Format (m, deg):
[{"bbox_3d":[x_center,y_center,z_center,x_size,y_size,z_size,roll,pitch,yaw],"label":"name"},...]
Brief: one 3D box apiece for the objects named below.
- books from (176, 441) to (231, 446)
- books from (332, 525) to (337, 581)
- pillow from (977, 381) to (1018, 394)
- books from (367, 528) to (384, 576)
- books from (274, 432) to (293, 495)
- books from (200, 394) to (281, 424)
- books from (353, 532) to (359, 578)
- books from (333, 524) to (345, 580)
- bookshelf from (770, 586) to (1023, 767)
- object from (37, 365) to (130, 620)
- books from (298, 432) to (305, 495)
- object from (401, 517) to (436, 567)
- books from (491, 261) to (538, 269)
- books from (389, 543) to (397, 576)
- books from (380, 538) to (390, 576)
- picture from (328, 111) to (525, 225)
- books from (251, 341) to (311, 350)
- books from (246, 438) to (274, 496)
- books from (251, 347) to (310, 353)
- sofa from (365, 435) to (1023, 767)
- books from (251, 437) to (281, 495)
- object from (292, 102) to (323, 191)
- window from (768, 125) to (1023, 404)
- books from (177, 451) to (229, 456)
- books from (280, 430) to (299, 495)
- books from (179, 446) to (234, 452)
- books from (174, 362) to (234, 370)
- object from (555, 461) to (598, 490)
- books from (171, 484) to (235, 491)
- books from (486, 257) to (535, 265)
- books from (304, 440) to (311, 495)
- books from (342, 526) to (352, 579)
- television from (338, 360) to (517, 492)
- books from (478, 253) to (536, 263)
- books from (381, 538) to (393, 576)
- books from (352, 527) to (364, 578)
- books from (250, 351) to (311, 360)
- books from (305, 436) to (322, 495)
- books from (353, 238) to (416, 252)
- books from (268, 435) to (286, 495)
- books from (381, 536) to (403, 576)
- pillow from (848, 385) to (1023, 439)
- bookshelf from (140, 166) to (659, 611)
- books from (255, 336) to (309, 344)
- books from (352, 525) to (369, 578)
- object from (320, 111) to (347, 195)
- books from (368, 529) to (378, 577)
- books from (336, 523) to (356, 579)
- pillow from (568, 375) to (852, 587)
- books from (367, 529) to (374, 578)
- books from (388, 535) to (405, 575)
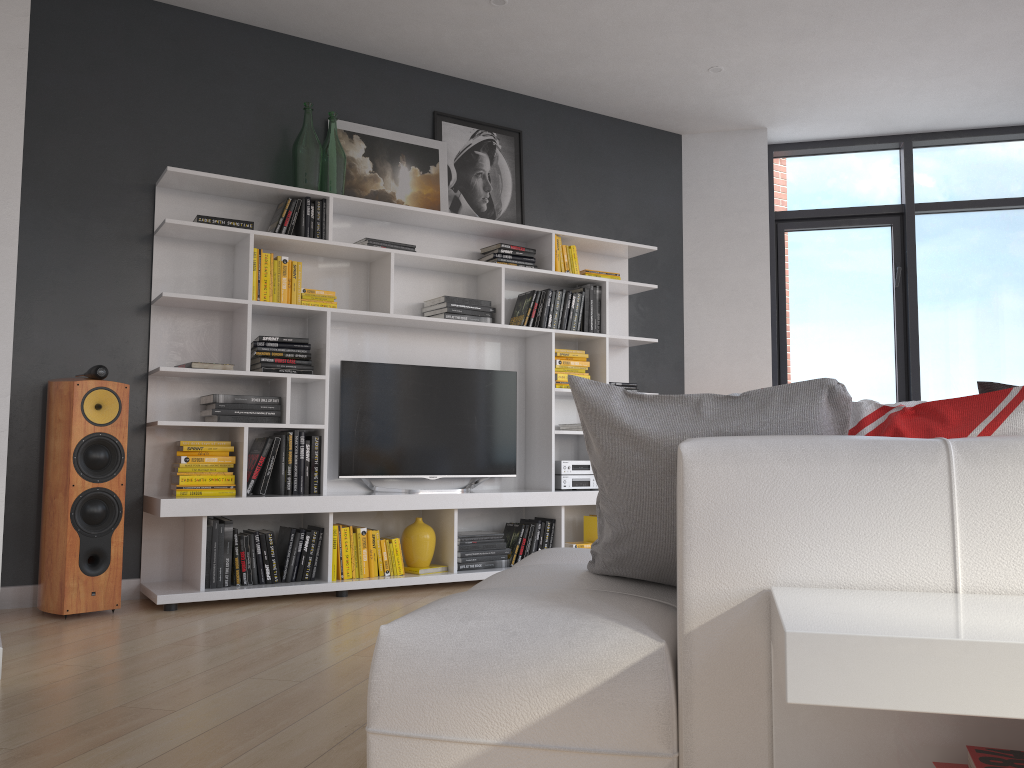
[{"bbox_3d":[-1.521,0.295,4.368,0.234,0.024,0.171,3,-5,-27],"label":"books"},{"bbox_3d":[-0.929,0.844,4.468,0.029,0.270,0.204,3,-6,-31],"label":"books"},{"bbox_3d":[1.925,0.189,1.485,2.120,0.436,0.608,0,-5,9],"label":"pillow"},{"bbox_3d":[-0.726,0.875,4.626,0.056,0.235,0.172,3,-6,-32],"label":"books"},{"bbox_3d":[-1.169,0.404,4.523,0.034,0.314,0.237,3,-6,-31],"label":"books"},{"bbox_3d":[-1.363,0.133,4.447,0.343,0.137,0.277,3,-6,-31],"label":"books"},{"bbox_3d":[-0.828,0.872,4.537,0.042,0.230,0.156,3,-6,-33],"label":"books"},{"bbox_3d":[-0.907,0.847,4.505,0.048,0.271,0.213,3,-6,-31],"label":"books"},{"bbox_3d":[1.609,0.521,0.839,2.600,0.500,0.356,-1,-5,14],"label":"bookshelf"},{"bbox_3d":[-1.943,0.467,3.975,0.434,1.088,0.290,-4,-7,44],"label":"object"},{"bbox_3d":[-1.117,0.408,4.558,0.034,0.315,0.239,3,-6,-31],"label":"books"},{"bbox_3d":[-0.501,0.847,4.757,0.185,0.257,0.185,-3,-6,36],"label":"object"},{"bbox_3d":[-0.023,-0.690,5.310,0.284,0.030,0.214,3,-5,-28],"label":"books"},{"bbox_3d":[-0.642,0.910,4.625,0.049,0.169,0.113,3,-6,-32],"label":"books"},{"bbox_3d":[-0.687,0.899,4.622,0.056,0.188,0.138,3,-6,-31],"label":"books"},{"bbox_3d":[-0.471,-1.284,5.237,1.279,0.707,0.076,3,-6,-31],"label":"picture"},{"bbox_3d":[-1.199,-0.188,4.570,0.284,0.030,0.214,2,-5,-23],"label":"books"},{"bbox_3d":[-1.302,0.412,4.454,0.142,0.284,0.232,3,-6,-31],"label":"books"},{"bbox_3d":[-1.193,-0.164,4.549,0.264,0.020,0.189,3,-5,-28],"label":"books"},{"bbox_3d":[1.710,0.530,2.347,3.424,0.732,2.614,-1,-5,14],"label":"sofa"},{"bbox_3d":[-1.249,0.411,4.466,0.100,0.289,0.210,3,-6,-32],"label":"books"},{"bbox_3d":[-1.079,-1.238,4.676,0.157,0.507,0.157,2,-5,-18],"label":"object"},{"bbox_3d":[2.830,-0.578,6.293,1.960,2.402,0.170,-1,-5,14],"label":"window"},{"bbox_3d":[-1.509,0.342,4.347,0.238,0.023,0.167,2,-5,-16],"label":"books"},{"bbox_3d":[-1.143,0.400,4.543,0.026,0.326,0.237,3,-6,-31],"label":"books"},{"bbox_3d":[-1.500,0.318,4.351,0.234,0.024,0.171,3,-5,-27],"label":"books"},{"bbox_3d":[-1.507,-0.076,4.338,0.209,0.030,0.266,4,-6,-38],"label":"books"},{"bbox_3d":[0.350,0.554,5.406,0.285,0.174,0.270,3,-6,-31],"label":"object"},{"bbox_3d":[-1.506,0.501,4.317,0.269,0.025,0.213,3,-5,-28],"label":"books"},{"bbox_3d":[-0.026,-0.715,5.314,0.264,0.020,0.189,3,-6,-33],"label":"books"},{"bbox_3d":[-1.085,0.428,4.568,0.028,0.272,0.200,3,-6,-31],"label":"books"},{"bbox_3d":[-0.880,0.855,4.529,0.066,0.258,0.198,3,-6,-31],"label":"books"},{"bbox_3d":[-0.452,0.252,5.012,1.102,0.704,0.207,3,-6,-31],"label":"television"},{"bbox_3d":[-0.033,-0.739,5.335,0.284,0.030,0.214,3,-5,-28],"label":"books"},{"bbox_3d":[-0.665,0.900,4.626,0.046,0.187,0.134,3,-6,-31],"label":"books"},{"bbox_3d":[-0.812,0.860,4.552,0.041,0.252,0.180,3,-6,-31],"label":"books"},{"bbox_3d":[-1.190,-0.139,4.544,0.284,0.030,0.214,2,-5,-23],"label":"books"},{"bbox_3d":[-1.052,0.419,4.591,0.051,0.297,0.230,3,-6,-31],"label":"books"},{"bbox_3d":[-0.721,-0.738,4.883,0.310,0.047,0.250,4,-6,-36],"label":"books"},{"bbox_3d":[-1.194,0.411,4.501,0.028,0.301,0.213,3,-6,-31],"label":"books"},{"bbox_3d":[-0.629,0.899,4.652,0.067,0.193,0.148,3,-5,-30],"label":"books"},{"bbox_3d":[1.606,0.219,1.552,2.250,0.449,0.575,-1,-5,11],"label":"pillow"},{"bbox_3d":[-0.388,0.071,4.937,3.000,2.052,0.455,3,-6,-31],"label":"bookshelf"},{"bbox_3d":[-1.184,-0.217,4.550,0.246,0.026,0.180,2,-5,-24],"label":"books"},{"bbox_3d":[-0.796,0.863,4.574,0.055,0.252,0.185,3,-6,-33],"label":"books"},{"bbox_3d":[-0.975,-1.226,4.805,0.157,0.507,0.157,2,-5,-18],"label":"object"},{"bbox_3d":[-0.749,0.873,4.602,0.043,0.235,0.171,3,-6,-33],"label":"books"},{"bbox_3d":[-0.853,0.853,4.544,0.038,0.267,0.202,3,-6,-31],"label":"books"},{"bbox_3d":[1.590,0.217,1.899,2.953,0.453,0.647,0,-5,1],"label":"pillow"},{"bbox_3d":[-0.759,0.869,4.573,0.043,0.240,0.169,3,-6,-32],"label":"books"},{"bbox_3d":[-0.613,0.901,4.672,0.046,0.193,0.149,3,-5,-30],"label":"books"}]
